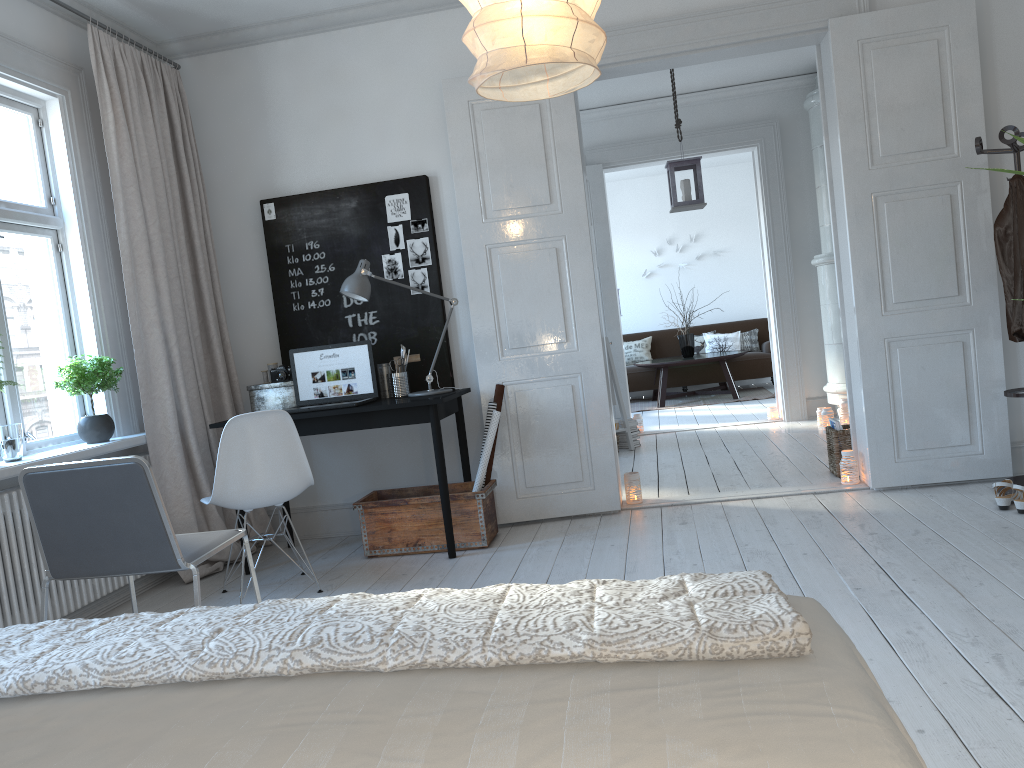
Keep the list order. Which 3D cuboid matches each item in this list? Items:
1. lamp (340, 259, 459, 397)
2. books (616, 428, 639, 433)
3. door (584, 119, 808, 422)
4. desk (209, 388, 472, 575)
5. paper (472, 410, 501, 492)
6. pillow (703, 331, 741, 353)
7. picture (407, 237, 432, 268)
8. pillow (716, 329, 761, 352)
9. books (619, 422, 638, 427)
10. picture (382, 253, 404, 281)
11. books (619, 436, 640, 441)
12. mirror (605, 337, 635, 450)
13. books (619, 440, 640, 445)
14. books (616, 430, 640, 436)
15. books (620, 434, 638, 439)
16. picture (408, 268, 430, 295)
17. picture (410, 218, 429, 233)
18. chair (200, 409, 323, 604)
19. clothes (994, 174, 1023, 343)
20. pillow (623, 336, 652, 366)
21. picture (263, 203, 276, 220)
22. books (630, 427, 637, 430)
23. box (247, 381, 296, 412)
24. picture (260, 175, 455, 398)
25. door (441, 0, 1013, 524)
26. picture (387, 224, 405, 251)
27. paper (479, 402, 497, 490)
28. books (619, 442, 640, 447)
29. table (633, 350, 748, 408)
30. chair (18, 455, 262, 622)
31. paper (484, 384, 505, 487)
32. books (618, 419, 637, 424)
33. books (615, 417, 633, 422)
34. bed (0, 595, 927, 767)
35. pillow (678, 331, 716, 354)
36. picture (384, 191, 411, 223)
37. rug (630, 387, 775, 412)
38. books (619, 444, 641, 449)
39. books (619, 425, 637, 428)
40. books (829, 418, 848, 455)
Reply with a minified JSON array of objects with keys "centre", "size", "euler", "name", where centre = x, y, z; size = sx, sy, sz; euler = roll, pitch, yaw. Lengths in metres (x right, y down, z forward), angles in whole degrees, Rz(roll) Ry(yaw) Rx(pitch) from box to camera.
[{"centre":[-0.550,-0.289,4.529],"size":[0.616,0.717,0.230],"euler":[-8,4,-20],"name":"lamp"},{"centre":[0.911,0.375,7.123],"size":[0.128,0.016,0.178],"euler":[-9,4,-38],"name":"books"},{"centre":[1.546,-0.857,7.657],"size":[2.599,2.508,0.576],"euler":[-6,4,9],"name":"door"},{"centre":[-0.793,0.483,4.515],"size":[1.160,0.760,0.650],"euler":[-6,4,9],"name":"desk"},{"centre":[-0.157,0.457,4.444],"size":[0.283,0.627,0.041],"euler":[-8,4,-12],"name":"paper"},{"centre":[2.596,-0.502,10.947],"size":[0.471,0.309,0.188],"euler":[-6,4,10],"name":"pillow"},{"centre":[-0.499,-0.709,4.758],"size":[0.121,0.153,0.002],"euler":[-6,4,9],"name":"picture"},{"centre":[2.812,-0.520,11.026],"size":[0.542,0.288,0.182],"euler":[-6,4,10],"name":"pillow"},{"centre":[0.906,0.320,7.108],"size":[0.128,0.026,0.200],"euler":[-8,3,-19],"name":"books"},{"centre":[-0.643,-0.633,4.788],"size":[0.107,0.150,0.001],"euler":[-6,4,9],"name":"picture"},{"centre":[0.914,0.439,7.122],"size":[0.132,0.017,0.187],"euler":[-10,4,-44],"name":"books"},{"centre":[0.536,-0.188,6.939],"size":[0.610,1.490,0.417],"euler":[-9,5,-26],"name":"mirror"},{"centre":[0.917,0.467,7.126],"size":[0.128,0.016,0.181],"euler":[-9,4,-36],"name":"books"},{"centre":[0.912,0.395,7.115],"size":[0.193,0.022,0.128],"euler":[-4,4,42],"name":"books"},{"centre":[0.904,0.419,7.126],"size":[0.167,0.022,0.128],"euler":[-4,4,43],"name":"books"},{"centre":[-0.501,-0.555,4.773],"size":[0.103,0.136,0.001],"euler":[-6,4,9],"name":"picture"},{"centre":[-0.496,-0.848,4.746],"size":[0.095,0.071,0.001],"euler":[-6,4,9],"name":"picture"},{"centre":[-1.110,0.521,3.920],"size":[0.474,0.825,0.554],"euler":[-9,4,-26],"name":"chair"},{"centre":[2.316,-0.561,3.986],"size":[0.237,0.771,0.211],"euler":[-3,6,42],"name":"clothes"},{"centre":[1.536,-0.392,11.240],"size":[0.519,0.367,0.238],"euler":[-6,4,9],"name":"pillow"},{"centre":[-1.331,-0.947,4.868],"size":[0.061,0.088,0.004],"euler":[-6,4,6],"name":"picture"},{"centre":[0.904,0.358,7.120],"size":[0.128,0.016,0.176],"euler":[-8,4,-24],"name":"books"},{"centre":[-1.231,0.065,4.720],"size":[0.317,0.152,0.192],"euler":[-6,4,9],"name":"box"},{"centre":[-0.850,-0.485,4.865],"size":[0.953,1.174,0.063],"euler":[-6,4,9],"name":"picture"},{"centre":[1.082,-0.634,4.691],"size":[2.599,2.508,0.576],"euler":[-6,4,9],"name":"door"},{"centre":[-0.623,-0.788,4.771],"size":[0.083,0.146,0.002],"euler":[-6,4,9],"name":"picture"},{"centre":[-0.150,0.435,4.501],"size":[0.266,0.670,0.043],"euler":[-10,5,-35],"name":"paper"},{"centre":[0.919,0.483,7.130],"size":[0.128,0.016,0.177],"euler":[-10,4,-40],"name":"books"},{"centre":[2.086,-0.062,10.275],"size":[1.300,0.504,1.298],"euler":[-7,3,0],"name":"table"},{"centre":[-1.175,0.602,2.872],"size":[0.562,0.798,0.524],"euler":[-6,4,9],"name":"chair"},{"centre":[-0.118,0.385,4.563],"size":[0.297,0.748,0.048],"euler":[-10,5,-35],"name":"paper"},{"centre":[0.898,0.300,7.110],"size":[0.132,0.017,0.186],"euler":[-8,3,-18],"name":"books"},{"centre":[0.890,0.284,7.123],"size":[0.111,0.014,0.156],"euler":[-8,3,-11],"name":"books"},{"centre":[-0.422,0.509,0.634],"size":[1.889,1.048,2.173],"euler":[-6,3,9],"name":"bed"},{"centre":[2.322,-0.466,11.070],"size":[0.473,0.348,0.158],"euler":[-6,4,8],"name":"pillow"},{"centre":[-0.610,-0.950,4.753],"size":[0.148,0.154,0.004],"euler":[-6,4,9],"name":"picture"},{"centre":[2.118,0.159,10.317],"size":[1.710,0.055,1.454],"euler":[-6,3,10],"name":"rug"},{"centre":[0.926,0.499,7.132],"size":[0.128,0.016,0.178],"euler":[-10,4,-43],"name":"books"},{"centre":[0.902,0.342,7.116],"size":[0.128,0.016,0.180],"euler":[-8,3,-20],"name":"books"},{"centre":[1.936,0.339,5.043],"size":[0.201,0.300,0.179],"euler":[-6,4,9],"name":"books"}]
